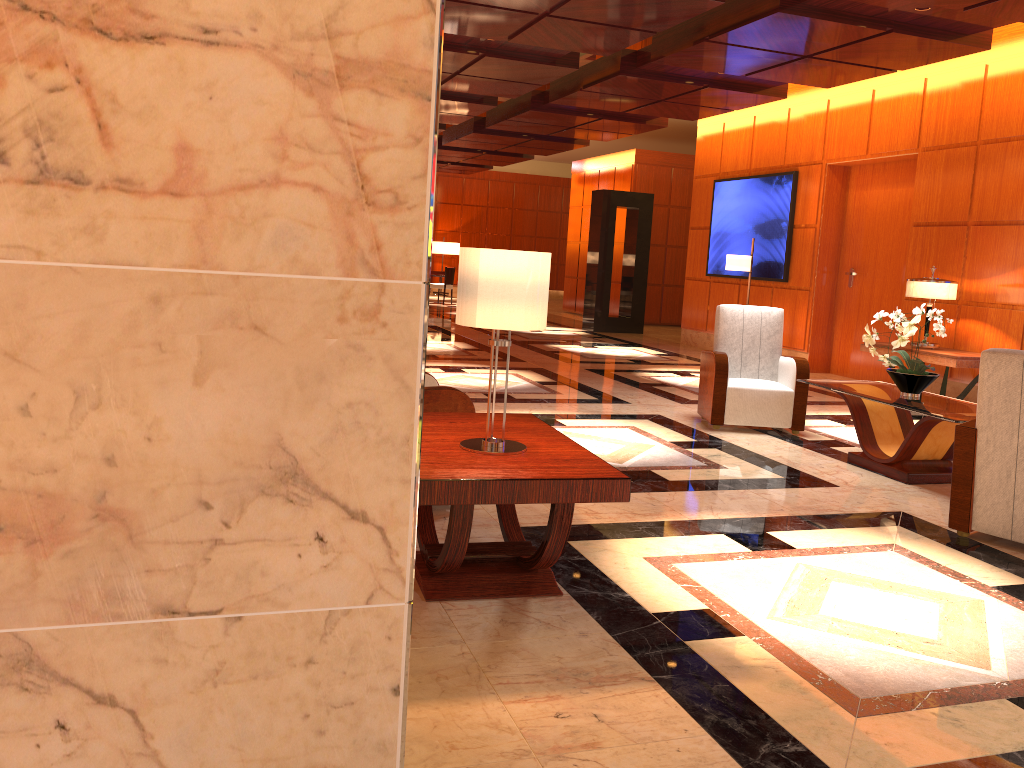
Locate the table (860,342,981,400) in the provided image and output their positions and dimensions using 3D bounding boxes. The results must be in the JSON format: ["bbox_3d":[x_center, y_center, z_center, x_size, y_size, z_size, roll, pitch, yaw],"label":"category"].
[{"bbox_3d":[4.117,-0.038,8.687,0.725,0.604,1.276,1,8,-19],"label":"table"}]

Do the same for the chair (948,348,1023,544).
[{"bbox_3d":[2.606,0.322,4.242,0.629,0.957,0.740,-2,9,-40],"label":"chair"}]

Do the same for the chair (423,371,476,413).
[{"bbox_3d":[-0.577,0.077,4.523,0.628,0.957,0.741,1,7,-20],"label":"chair"}]

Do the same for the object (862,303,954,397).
[{"bbox_3d":[2.664,-0.231,5.910,0.789,0.614,0.419,-3,9,-41],"label":"object"}]

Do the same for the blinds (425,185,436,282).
[{"bbox_3d":[-4.143,-4.758,25.520,3.851,4.047,0.149,1,6,-19],"label":"blinds"}]

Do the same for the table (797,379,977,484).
[{"bbox_3d":[2.613,0.337,5.838,0.722,0.494,1.568,2,8,-16],"label":"table"}]

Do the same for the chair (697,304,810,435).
[{"bbox_3d":[1.940,-0.141,7.144,0.738,0.957,0.631,4,7,0],"label":"chair"}]

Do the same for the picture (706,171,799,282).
[{"bbox_3d":[3.356,-2.218,12.578,0.056,1.446,2.006,2,8,-19],"label":"picture"}]

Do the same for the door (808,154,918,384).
[{"bbox_3d":[4.277,-1.334,10.586,0.340,2.640,1.545,2,7,-19],"label":"door"}]

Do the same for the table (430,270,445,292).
[{"bbox_3d":[-2.496,-2.417,21.597,0.786,0.738,2.110,10,10,42],"label":"table"}]

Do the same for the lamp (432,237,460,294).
[{"bbox_3d":[-1.959,-3.435,25.756,0.812,1.654,0.813,6,7,21],"label":"lamp"}]

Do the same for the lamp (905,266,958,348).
[{"bbox_3d":[4.076,-0.757,8.654,0.459,0.790,0.459,8,8,33],"label":"lamp"}]

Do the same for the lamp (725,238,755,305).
[{"bbox_3d":[2.894,-1.002,11.126,0.526,1.654,0.361,0,7,-29],"label":"lamp"}]

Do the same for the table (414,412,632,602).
[{"bbox_3d":[-0.117,0.482,3.464,0.724,0.532,1.173,2,8,-16],"label":"table"}]

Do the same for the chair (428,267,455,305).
[{"bbox_3d":[-1.663,-2.341,21.011,0.577,0.890,0.586,7,7,24],"label":"chair"}]
